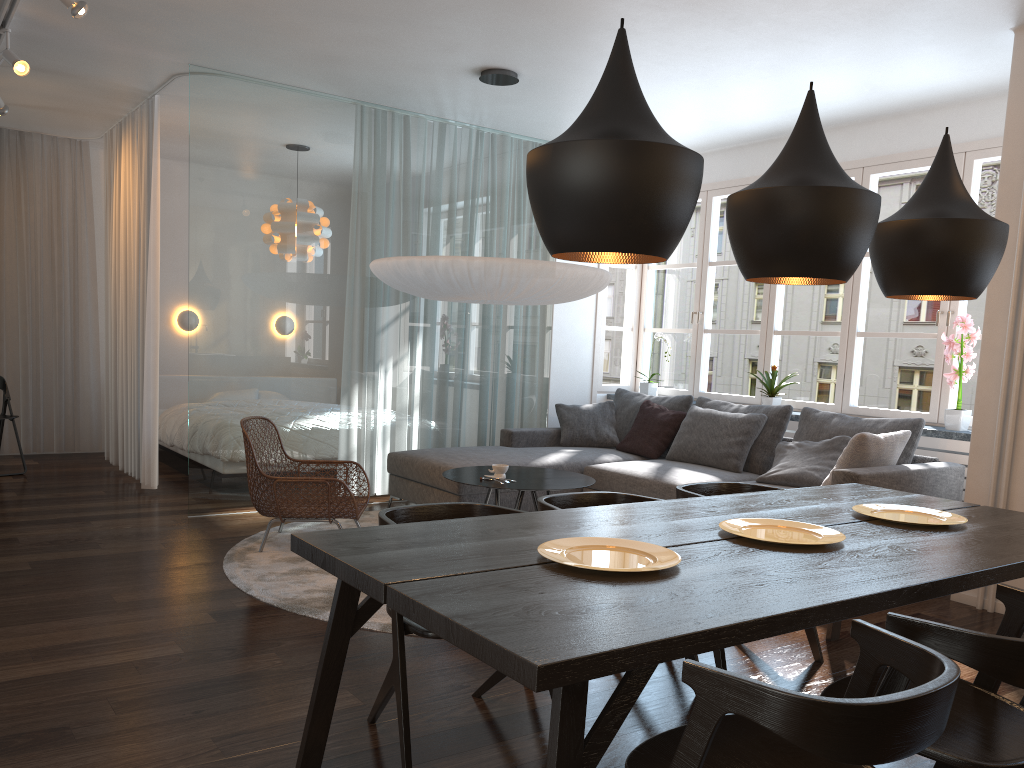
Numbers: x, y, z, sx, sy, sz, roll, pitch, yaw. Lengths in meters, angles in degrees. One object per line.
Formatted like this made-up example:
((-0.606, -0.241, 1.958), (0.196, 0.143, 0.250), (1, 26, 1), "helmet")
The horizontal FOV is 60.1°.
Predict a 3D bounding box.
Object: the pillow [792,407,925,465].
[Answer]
((2.029, 0.407, 5.353), (0.275, 0.480, 0.831), (-1, 5, -35), "pillow")

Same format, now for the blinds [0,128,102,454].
((-4.423, -0.764, 7.409), (1.806, 2.757, 0.152), (-1, 8, -33), "blinds")

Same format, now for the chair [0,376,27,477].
((-4.155, 0.316, 6.896), (0.559, 0.781, 0.499), (6, 7, 34), "chair")

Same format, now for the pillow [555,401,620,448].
((0.582, 0.308, 6.871), (0.515, 0.362, 0.344), (3, 5, 4), "pillow")

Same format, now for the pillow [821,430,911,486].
((1.886, 0.446, 4.762), (0.493, 0.418, 0.284), (-1, 6, -36), "pillow")

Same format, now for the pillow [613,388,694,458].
((1.003, 0.294, 6.796), (0.275, 0.481, 0.831), (-1, 5, -35), "pillow")

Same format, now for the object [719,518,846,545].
((0.786, 0.436, 2.586), (0.354, 0.017, 0.355), (5, 3, 35), "object")

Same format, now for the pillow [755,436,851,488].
((1.760, 0.456, 5.319), (0.490, 0.323, 0.443), (5, 5, 36), "pillow")

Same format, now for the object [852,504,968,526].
((1.332, 0.443, 2.971), (0.355, 0.017, 0.353), (1, 3, -32), "object")

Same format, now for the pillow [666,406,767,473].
((1.386, 0.371, 6.030), (0.292, 0.400, 0.663), (-1, 5, -35), "pillow")

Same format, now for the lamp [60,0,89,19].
((-1.923, -1.698, 3.745), (0.085, 0.242, 0.250), (8, 7, 40), "lamp")

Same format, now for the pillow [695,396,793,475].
((1.512, 0.347, 6.098), (0.276, 0.478, 0.834), (-1, 5, -35), "pillow")

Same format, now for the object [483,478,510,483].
((-0.087, 0.508, 4.698), (0.163, 0.016, 0.025), (4, 4, 29), "object")

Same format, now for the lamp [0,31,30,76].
((-2.712, -1.781, 4.766), (0.250, 0.242, 0.084), (4, 7, 20), "lamp")

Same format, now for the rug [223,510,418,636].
((-0.136, 0.971, 4.996), (2.827, 0.012, 2.829), (4, 3, 34), "rug")

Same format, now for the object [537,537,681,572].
((0.241, 0.428, 2.201), (0.355, 0.017, 0.353), (1, 3, -32), "object")

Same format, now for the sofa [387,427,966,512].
((0.813, 0.656, 5.589), (2.038, 0.677, 3.049), (0, 4, -35), "sofa")

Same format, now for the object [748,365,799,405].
((1.884, 0.027, 6.334), (0.375, 0.331, 0.321), (5, 5, 30), "object")

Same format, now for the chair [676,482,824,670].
((0.897, 0.757, 3.465), (0.592, 0.676, 0.516), (-1, 6, -37), "chair")

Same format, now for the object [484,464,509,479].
((-0.086, 0.476, 4.803), (0.139, 0.069, 0.091), (1, 4, -23), "object")

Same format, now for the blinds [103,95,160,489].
((-2.988, -0.669, 6.894), (0.154, 2.757, 1.796), (-2, 7, -33), "blinds")

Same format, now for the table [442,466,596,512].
((0.028, 0.749, 4.919), (0.846, 0.476, 0.842), (0, 4, -33), "table")

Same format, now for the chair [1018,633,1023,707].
((1.611, 0.837, 2.426), (0.592, 0.676, 0.516), (-1, 7, -39), "chair")

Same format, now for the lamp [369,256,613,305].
((-0.128, -0.603, 5.406), (1.469, 0.211, 1.461), (3, 3, 1), "lamp")

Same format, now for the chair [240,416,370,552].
((-1.181, 0.558, 5.034), (0.685, 0.715, 0.713), (2, 5, -3), "chair")

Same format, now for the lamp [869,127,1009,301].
((1.382, -0.552, 2.864), (0.411, 0.545, 0.408), (2, 5, -2), "lamp")

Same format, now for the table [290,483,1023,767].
((0.735, 0.782, 2.649), (2.499, 0.684, 1.100), (1, 4, -35), "table")

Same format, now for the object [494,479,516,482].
((-0.036, 0.512, 4.724), (0.124, 0.010, 0.026), (4, 3, 21), "object")

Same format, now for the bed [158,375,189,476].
((-2.005, 0.377, 7.865), (2.164, 0.768, 2.427), (0, 4, -35), "bed")

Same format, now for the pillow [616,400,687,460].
((1.021, 0.332, 6.502), (0.311, 0.406, 0.518), (-1, 5, -33), "pillow")

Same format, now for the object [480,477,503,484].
((-0.108, 0.509, 4.660), (0.167, 0.015, 0.015), (5, 5, 42), "object")

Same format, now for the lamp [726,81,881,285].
((0.812, -0.560, 2.462), (0.409, 0.545, 0.409), (6, 6, 31), "lamp")

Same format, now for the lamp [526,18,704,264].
((0.241, -0.567, 2.059), (0.410, 0.545, 0.408), (4, 5, 12), "lamp")

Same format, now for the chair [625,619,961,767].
((0.517, 0.820, 1.689), (0.592, 0.676, 0.516), (-1, 6, -36), "chair")

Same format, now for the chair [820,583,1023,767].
((1.014, 0.827, 2.039), (0.592, 0.676, 0.516), (-1, 6, -37), "chair")

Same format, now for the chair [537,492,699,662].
((0.343, 0.749, 3.067), (0.593, 0.676, 0.516), (-1, 6, -35), "chair")

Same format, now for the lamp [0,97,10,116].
((-3.278, -1.845, 5.609), (0.085, 0.241, 0.249), (2, 5, -5), "lamp")

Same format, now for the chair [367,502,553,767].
((-0.158, 0.742, 2.714), (0.592, 0.676, 0.516), (-1, 6, -37), "chair")

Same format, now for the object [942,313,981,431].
((2.655, -0.070, 5.259), (0.200, 0.696, 0.296), (7, 8, 33), "object")
